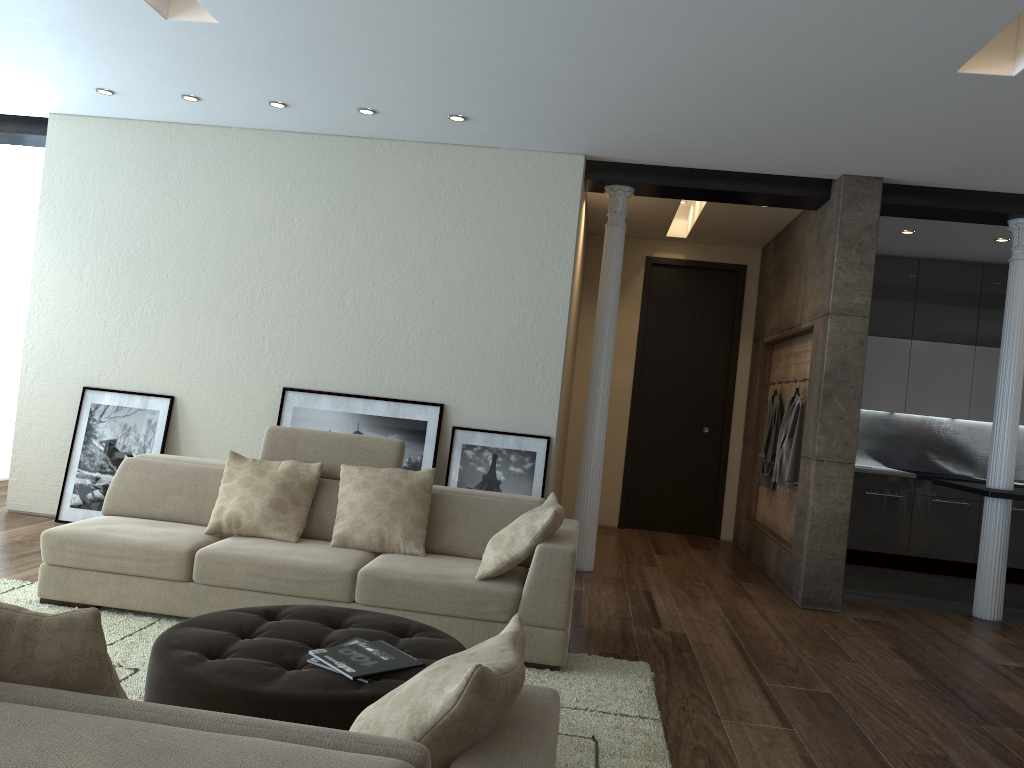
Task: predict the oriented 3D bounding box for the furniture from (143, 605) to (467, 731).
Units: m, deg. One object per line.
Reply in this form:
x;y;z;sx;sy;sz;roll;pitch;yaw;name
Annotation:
-0.671;1.034;2.991;1.057;0.355;1.057;6;-1;7;furniture

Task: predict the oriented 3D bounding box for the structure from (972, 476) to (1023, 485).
4.945;0.963;8.432;0.900;0.066;0.520;6;-1;5;structure

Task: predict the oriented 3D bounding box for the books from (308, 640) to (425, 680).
-0.456;0.868;2.800;0.220;0.040;0.301;5;-1;40;books

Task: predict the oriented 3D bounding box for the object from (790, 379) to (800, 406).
2.251;0.071;7.002;0.010;0.219;0.430;6;-1;5;object

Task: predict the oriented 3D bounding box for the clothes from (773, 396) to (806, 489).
2.198;0.456;7.009;0.173;0.735;0.700;6;-1;4;clothes

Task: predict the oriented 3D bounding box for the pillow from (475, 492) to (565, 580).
0.052;0.736;4.322;0.395;0.393;0.518;6;-1;2;pillow

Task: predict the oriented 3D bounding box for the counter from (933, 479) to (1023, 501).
5.097;0.942;6.303;3.700;0.040;1.000;6;-1;5;counter

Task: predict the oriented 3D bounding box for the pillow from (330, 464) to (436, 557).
-0.677;0.642;4.630;0.534;0.439;0.301;6;-1;2;pillow

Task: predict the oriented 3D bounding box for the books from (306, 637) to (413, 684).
-0.477;0.873;2.817;0.219;0.031;0.300;6;-1;20;books

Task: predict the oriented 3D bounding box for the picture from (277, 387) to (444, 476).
-1.139;0.647;6.266;1.183;1.140;0.225;6;-1;5;picture

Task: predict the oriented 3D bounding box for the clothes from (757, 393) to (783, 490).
2.286;0.501;7.903;0.141;0.855;0.569;6;-1;6;clothes

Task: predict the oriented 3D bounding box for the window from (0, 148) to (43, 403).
-4.773;-0.945;8.118;0.123;2.400;1.373;6;-1;5;window

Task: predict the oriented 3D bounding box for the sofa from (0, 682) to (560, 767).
-1.211;0.684;1.704;2.581;0.950;1.021;6;-1;5;sofa

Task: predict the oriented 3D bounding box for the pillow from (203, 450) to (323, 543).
-1.298;0.589;4.675;0.519;0.416;0.368;6;-1;1;pillow

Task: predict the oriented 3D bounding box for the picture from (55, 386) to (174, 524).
-2.883;0.543;6.442;0.700;0.988;0.195;6;-1;5;picture

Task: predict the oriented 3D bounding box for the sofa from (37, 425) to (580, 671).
-0.943;0.745;4.638;2.581;0.950;1.021;6;-1;5;sofa

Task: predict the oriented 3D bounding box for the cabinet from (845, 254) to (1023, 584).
6.299;0.507;8.350;7.409;2.980;0.827;6;-1;5;cabinet

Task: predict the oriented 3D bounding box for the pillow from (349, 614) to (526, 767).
-0.174;0.684;1.835;0.395;0.393;0.518;6;-1;9;pillow

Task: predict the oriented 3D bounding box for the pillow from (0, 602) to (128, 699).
-0.947;0.580;1.669;0.534;0.439;0.301;6;-1;9;pillow

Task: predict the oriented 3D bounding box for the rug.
-1.566;1.130;3.047;4.231;0.020;2.972;6;-1;5;rug

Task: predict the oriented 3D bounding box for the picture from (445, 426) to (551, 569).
-0.134;0.825;6.184;0.700;0.988;0.195;6;-1;5;picture

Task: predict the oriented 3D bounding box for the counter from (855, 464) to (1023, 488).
4.340;1.011;8.529;3.597;0.223;0.807;6;-1;5;counter

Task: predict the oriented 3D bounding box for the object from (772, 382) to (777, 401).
2.345;0.091;7.899;0.010;0.219;0.430;6;-1;5;object

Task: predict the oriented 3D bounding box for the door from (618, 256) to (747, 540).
1.752;0.139;9.174;1.037;2.814;0.246;6;-1;5;door
